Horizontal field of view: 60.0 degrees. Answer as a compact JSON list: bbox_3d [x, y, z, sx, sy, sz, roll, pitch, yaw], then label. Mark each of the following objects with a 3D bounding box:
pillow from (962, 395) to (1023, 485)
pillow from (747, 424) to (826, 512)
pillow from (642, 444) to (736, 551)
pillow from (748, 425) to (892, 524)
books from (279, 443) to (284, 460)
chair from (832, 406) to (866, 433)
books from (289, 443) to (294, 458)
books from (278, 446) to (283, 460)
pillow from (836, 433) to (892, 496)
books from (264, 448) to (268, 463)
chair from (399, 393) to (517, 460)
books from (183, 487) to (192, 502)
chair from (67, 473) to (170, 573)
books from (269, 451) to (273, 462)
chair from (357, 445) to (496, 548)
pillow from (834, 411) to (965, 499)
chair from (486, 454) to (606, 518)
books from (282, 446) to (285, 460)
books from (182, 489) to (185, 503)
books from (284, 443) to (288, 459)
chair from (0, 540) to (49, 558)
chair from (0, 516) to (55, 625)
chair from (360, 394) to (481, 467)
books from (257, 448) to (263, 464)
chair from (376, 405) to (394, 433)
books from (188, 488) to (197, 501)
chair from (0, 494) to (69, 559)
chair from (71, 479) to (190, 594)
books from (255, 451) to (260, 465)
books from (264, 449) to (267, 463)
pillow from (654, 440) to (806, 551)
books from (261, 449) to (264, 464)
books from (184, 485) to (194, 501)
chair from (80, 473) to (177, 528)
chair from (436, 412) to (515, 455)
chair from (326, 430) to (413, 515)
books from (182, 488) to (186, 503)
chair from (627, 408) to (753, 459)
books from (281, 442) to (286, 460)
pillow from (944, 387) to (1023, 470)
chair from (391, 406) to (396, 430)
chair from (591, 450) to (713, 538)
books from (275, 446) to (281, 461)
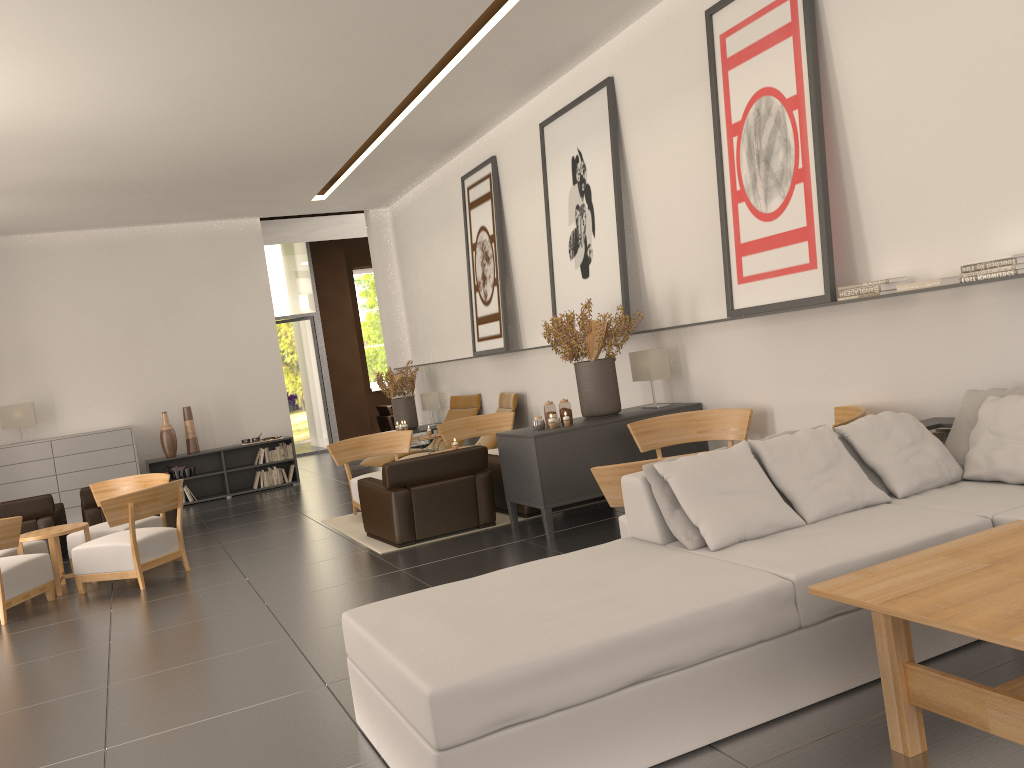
[{"bbox_3d":[3.741,0.405,6.562,0.587,0.596,0.818,-9,2,-23],"label":"pillow"},{"bbox_3d":[2.250,0.654,6.673,0.920,0.591,0.557,-9,2,-24],"label":"pillow"},{"bbox_3d":[1.458,0.786,6.320,0.920,0.577,0.549,-9,2,-24],"label":"pillow"},{"bbox_3d":[2.244,0.642,6.522,0.802,0.595,0.595,-9,2,-23],"label":"pillow"},{"bbox_3d":[-5.189,1.515,19.957,0.039,0.384,0.232,-9,1,-24],"label":"books"},{"bbox_3d":[2.868,0.908,8.512,1.150,1.226,1.454,-8,2,21],"label":"chair"},{"bbox_3d":[-4.989,1.505,20.035,0.022,0.338,0.253,-9,1,-24],"label":"books"},{"bbox_3d":[-5.220,1.553,19.940,0.039,0.318,0.235,-9,1,-24],"label":"books"},{"bbox_3d":[3.038,0.562,7.047,0.919,0.510,0.615,-9,2,-22],"label":"pillow"},{"bbox_3d":[-5.496,1.596,19.806,0.019,0.324,0.254,-9,1,-24],"label":"books"},{"bbox_3d":[-1.059,1.074,16.309,2.423,1.485,1.299,-9,2,-14],"label":"chair"},{"bbox_3d":[-6.999,2.376,19.105,0.130,0.322,0.252,-9,2,-24],"label":"books"},{"bbox_3d":[-5.733,2.029,13.014,1.451,1.226,1.152,-8,2,16],"label":"chair"},{"bbox_3d":[-5.423,1.621,19.884,0.055,0.249,0.167,-9,1,-24],"label":"books"},{"bbox_3d":[-1.141,1.449,11.937,1.539,1.075,1.498,-9,2,-24],"label":"chair"},{"bbox_3d":[3.022,0.519,6.881,0.798,0.580,0.625,-9,2,-23],"label":"pillow"},{"bbox_3d":[0.471,1.181,12.664,1.539,1.075,1.498,-9,2,-24],"label":"chair"},{"bbox_3d":[-5.159,1.551,19.978,0.017,0.302,0.215,-9,1,-24],"label":"books"},{"bbox_3d":[-7.083,2.387,19.066,0.019,0.324,0.254,-9,1,-24],"label":"books"},{"bbox_3d":[-5.110,1.514,20.005,0.039,0.358,0.210,-9,1,-24],"label":"books"},{"bbox_3d":[-7.174,2.280,12.073,1.150,1.226,1.453,-8,2,11],"label":"chair"},{"bbox_3d":[-6.332,2.207,10.644,1.452,1.226,1.151,-8,2,1],"label":"chair"},{"bbox_3d":[-1.810,1.124,18.005,2.424,1.485,1.298,-10,2,-34],"label":"chair"},{"bbox_3d":[-5.619,1.602,19.761,0.138,0.354,0.235,-9,1,-24],"label":"books"},{"bbox_3d":[-3.664,1.163,29.897,1.501,1.075,1.537,-9,2,-24],"label":"chair"},{"bbox_3d":[-6.910,2.376,19.144,0.142,0.289,0.252,-9,2,-24],"label":"books"},{"bbox_3d":[-8.148,2.406,14.448,1.539,1.075,1.498,-9,2,-24],"label":"chair"},{"bbox_3d":[-4.922,1.963,11.516,1.150,1.226,1.454,-8,2,21],"label":"chair"},{"bbox_3d":[-5.665,1.642,19.730,0.142,0.289,0.252,-9,2,-24],"label":"books"},{"bbox_3d":[-5.516,1.609,19.805,0.017,0.305,0.239,-9,1,-24],"label":"books"},{"bbox_3d":[1.510,0.762,6.190,0.802,0.598,0.585,-9,2,-24],"label":"pillow"},{"bbox_3d":[-5.580,1.613,19.769,0.130,0.322,0.252,-9,2,-24],"label":"books"},{"bbox_3d":[-6.971,2.355,19.127,0.138,0.354,0.235,-9,1,-24],"label":"books"},{"bbox_3d":[-6.536,2.137,15.174,1.539,1.075,1.498,-9,2,-24],"label":"chair"},{"bbox_3d":[-0.404,1.154,14.834,1.453,1.226,1.150,-9,2,-24],"label":"chair"},{"bbox_3d":[-2.083,1.433,14.078,1.453,1.226,1.150,-9,2,-24],"label":"chair"},{"bbox_3d":[-7.066,2.394,19.081,0.017,0.305,0.239,-9,1,-24],"label":"books"},{"bbox_3d":[2.056,0.974,10.010,1.451,1.226,1.152,-8,2,16],"label":"chair"},{"bbox_3d":[-5.142,1.506,19.985,0.029,0.385,0.219,-9,1,-24],"label":"books"},{"bbox_3d":[3.766,0.367,6.893,0.644,0.657,0.882,-9,2,-24],"label":"pillow"},{"bbox_3d":[-2.941,1.115,28.265,1.501,1.075,1.537,-9,2,-24],"label":"chair"},{"bbox_3d":[1.457,1.151,7.640,1.452,1.226,1.151,-8,2,1],"label":"chair"},{"bbox_3d":[-5.261,1.564,19.917,0.054,0.311,0.244,-9,1,-24],"label":"books"}]
